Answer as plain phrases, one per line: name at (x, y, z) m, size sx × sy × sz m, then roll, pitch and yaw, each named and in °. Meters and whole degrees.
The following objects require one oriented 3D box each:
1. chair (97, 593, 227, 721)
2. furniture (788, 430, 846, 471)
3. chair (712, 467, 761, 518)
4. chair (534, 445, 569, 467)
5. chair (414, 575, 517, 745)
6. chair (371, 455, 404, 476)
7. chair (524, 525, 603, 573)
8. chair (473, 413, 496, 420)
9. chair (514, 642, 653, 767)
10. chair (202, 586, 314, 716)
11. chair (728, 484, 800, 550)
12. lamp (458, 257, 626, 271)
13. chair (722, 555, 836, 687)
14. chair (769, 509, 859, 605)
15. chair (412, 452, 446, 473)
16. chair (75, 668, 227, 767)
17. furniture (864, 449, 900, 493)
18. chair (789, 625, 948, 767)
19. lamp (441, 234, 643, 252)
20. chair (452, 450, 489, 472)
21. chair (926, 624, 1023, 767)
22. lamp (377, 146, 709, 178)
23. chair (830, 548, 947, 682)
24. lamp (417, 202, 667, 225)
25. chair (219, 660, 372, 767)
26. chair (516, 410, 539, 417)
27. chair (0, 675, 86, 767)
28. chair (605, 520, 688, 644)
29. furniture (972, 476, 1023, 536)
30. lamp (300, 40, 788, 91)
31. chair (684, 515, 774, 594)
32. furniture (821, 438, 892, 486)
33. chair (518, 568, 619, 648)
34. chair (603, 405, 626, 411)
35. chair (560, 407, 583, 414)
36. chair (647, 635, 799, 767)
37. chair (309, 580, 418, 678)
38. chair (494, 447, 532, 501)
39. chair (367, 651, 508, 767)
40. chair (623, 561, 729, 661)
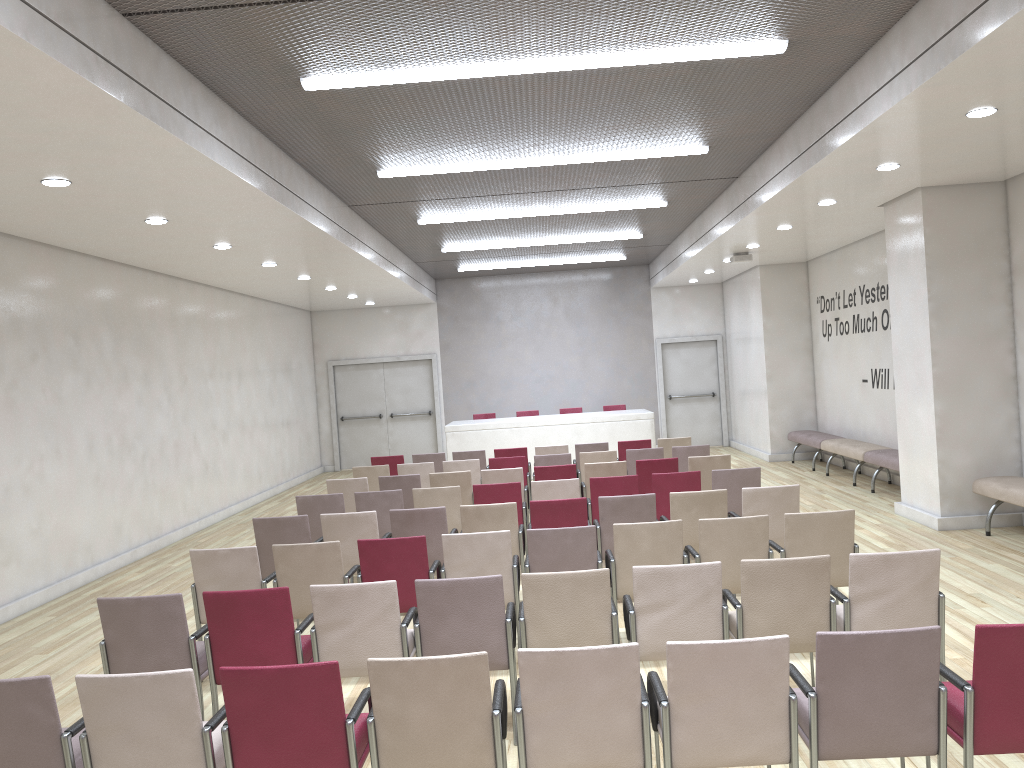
chair at (-1.873, 1.524, 4.849) m, size 0.513 × 0.890 × 0.640 m, roll -4°, pitch 1°, yaw 2°
furniture at (5.083, 1.092, 14.785) m, size 0.530 × 0.550 × 1.833 m, roll -4°, pitch 1°, yaw 2°
chair at (2.085, 1.211, 8.401) m, size 0.513 × 0.890 × 0.640 m, roll -4°, pitch 1°, yaw 1°
chair at (0.570, 1.261, 12.147) m, size 0.513 × 0.890 × 0.640 m, roll -4°, pitch 1°, yaw 3°
chair at (-0.232, 1.416, 4.780) m, size 0.513 × 0.890 × 0.640 m, roll -4°, pitch 1°, yaw 2°
chair at (-1.641, 1.408, 12.215) m, size 0.513 × 0.890 × 0.640 m, roll -4°, pitch 1°, yaw 2°
chair at (0.357, 1.360, 5.996) m, size 0.513 × 0.890 × 0.640 m, roll -4°, pitch 1°, yaw 3°
chair at (-0.527, 1.036, 17.295) m, size 0.513 × 0.890 × 0.640 m, roll -4°, pitch 1°, yaw 1°
chair at (0.283, 1.398, 3.547) m, size 0.513 × 0.890 × 0.640 m, roll -4°, pitch 1°, yaw 3°
chair at (-1.327, 1.488, 4.831) m, size 0.513 × 0.890 × 0.640 m, roll -4°, pitch 1°, yaw 2°
chair at (2.041, 1.231, 7.171) m, size 0.513 × 0.890 × 0.640 m, roll -4°, pitch 1°, yaw 1°
lamp at (0.585, -2.354, 17.441) m, size 3.304 × 0.045 × 0.198 m, roll -4°, pitch 1°, yaw 2°
chair at (1.411, 1.307, 4.737) m, size 0.513 × 0.890 × 0.640 m, roll -4°, pitch 1°, yaw 2°
chair at (1.999, 1.251, 5.951) m, size 0.513 × 0.890 × 0.640 m, roll -4°, pitch 1°, yaw 2°
chair at (-1.081, 1.371, 12.197) m, size 0.513 × 0.890 × 0.640 m, roll -4°, pitch 1°, yaw 2°
chair at (-1.364, 1.507, 3.589) m, size 0.513 × 0.890 × 0.640 m, roll -4°, pitch 1°, yaw 2°
furniture at (4.959, 1.151, 11.074) m, size 0.530 × 0.550 × 1.833 m, roll -4°, pitch 1°, yaw 2°
chair at (1.371, 1.326, 3.510) m, size 0.513 × 0.890 × 0.640 m, roll -4°, pitch 1°, yaw 3°
lamp at (0.490, -2.308, 14.591) m, size 3.304 × 0.045 × 0.198 m, roll -4°, pitch 1°, yaw 2°
chair at (-0.539, 1.334, 12.190) m, size 0.513 × 0.890 × 0.640 m, roll -4°, pitch 1°, yaw 3°
chair at (1.928, 1.289, 3.473) m, size 0.513 × 0.890 × 0.640 m, roll -4°, pitch 1°, yaw 2°
lamp at (0.300, -2.218, 8.907) m, size 3.304 × 0.045 × 0.198 m, roll -4°, pitch 1°, yaw 2°
chair at (1.950, 1.271, 4.714) m, size 0.513 × 0.890 × 0.640 m, roll -4°, pitch 1°, yaw 3°
lamp at (0.396, -2.264, 11.787) m, size 3.304 × 0.045 × 0.198 m, roll -4°, pitch 1°, yaw 2°
chair at (-0.822, 1.472, 3.568) m, size 0.513 × 0.890 × 0.640 m, roll -4°, pitch 1°, yaw 2°
chair at (0.329, 0.980, 17.265) m, size 0.513 × 0.890 × 0.640 m, roll -4°, pitch 1°, yaw 1°
chair at (-1.917, 1.544, 3.623) m, size 0.513 × 0.890 × 0.640 m, roll -4°, pitch 1°, yaw 1°
chair at (0.907, 1.323, 5.988) m, size 0.513 × 0.890 × 0.640 m, roll -4°, pitch 1°, yaw 1°
furniture at (4.859, 1.199, 8.063) m, size 0.530 × 0.550 × 1.833 m, roll -4°, pitch 1°, yaw 2°
lamp at (0.207, -2.173, 6.088) m, size 3.304 × 0.045 × 0.198 m, roll -4°, pitch 1°, yaw 2°
chair at (1.449, 1.287, 5.954) m, size 0.513 × 0.890 × 0.640 m, roll -4°, pitch 1°, yaw 1°
furniture at (5.021, 1.122, 12.927) m, size 0.530 × 0.550 × 1.833 m, roll -4°, pitch 1°, yaw 2°
chair at (0.306, 1.380, 4.765) m, size 0.513 × 0.890 × 0.640 m, roll -4°, pitch 1°, yaw 2°
chair at (2.041, 0.866, 17.206) m, size 0.513 × 0.890 × 0.640 m, roll -4°, pitch 1°, yaw 1°
chair at (1.185, 0.923, 17.236) m, size 0.513 × 0.890 × 0.640 m, roll -4°, pitch 1°, yaw 1°
chair at (0.822, 1.363, 3.518) m, size 0.513 × 0.890 × 0.640 m, roll -4°, pitch 1°, yaw 2°
chair at (-0.772, 1.451, 4.816) m, size 0.513 × 0.890 × 0.640 m, roll -4°, pitch 1°, yaw 2°
chair at (0.015, 1.298, 12.162) m, size 0.513 × 0.890 × 0.640 m, roll -4°, pitch 1°, yaw 1°
chair at (-0.275, 1.435, 3.556) m, size 0.513 × 0.890 × 0.640 m, roll -4°, pitch 1°, yaw 2°
chair at (0.872, 1.342, 4.754) m, size 0.513 × 0.890 × 0.640 m, roll -4°, pitch 1°, yaw 3°
